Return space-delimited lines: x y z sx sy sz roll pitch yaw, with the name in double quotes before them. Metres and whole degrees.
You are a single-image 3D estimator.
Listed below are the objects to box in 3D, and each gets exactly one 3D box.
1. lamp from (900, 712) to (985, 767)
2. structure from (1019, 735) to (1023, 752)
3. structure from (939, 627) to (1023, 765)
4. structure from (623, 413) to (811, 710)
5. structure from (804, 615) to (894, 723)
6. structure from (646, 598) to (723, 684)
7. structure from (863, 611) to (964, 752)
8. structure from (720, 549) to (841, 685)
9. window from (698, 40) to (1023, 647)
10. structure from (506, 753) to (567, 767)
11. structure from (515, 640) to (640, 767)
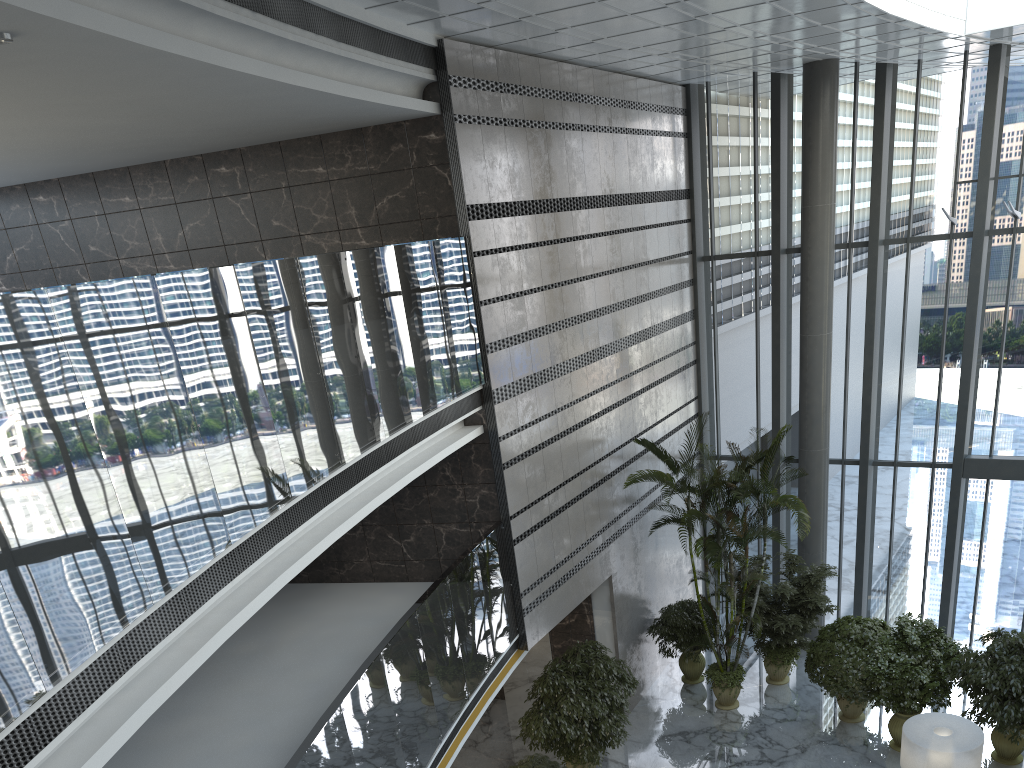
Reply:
"lamp" 4.913 4.718 9.905 0.810 1.841 0.786 -23 26 -36
"structure" 6.780 4.206 9.426 2.196 2.571 2.160 -1 18 19
"structure" 6.675 4.131 11.270 1.614 2.087 1.863 -15 19 -24
"structure" 3.149 2.789 12.702 2.422 5.132 2.308 9 26 37
"structure" 5.101 4.225 12.711 1.437 1.777 1.445 -7 18 1
"structure" 2.869 4.272 14.205 1.390 1.706 1.030 -12 20 -14
"structure" 5.502 4.132 11.868 1.343 2.169 1.156 -18 22 -29
"structure" 4.271 3.758 13.765 1.841 2.531 1.709 -1 19 17
"window" 3.369 0.875 6.586 17.887 11.098 12.912 -19 20 -41
"structure" 0.308 5.307 10.846 1.142 1.465 1.118 10 25 43
"structure" 0.968 4.678 11.902 1.990 2.179 1.508 -15 20 -24
